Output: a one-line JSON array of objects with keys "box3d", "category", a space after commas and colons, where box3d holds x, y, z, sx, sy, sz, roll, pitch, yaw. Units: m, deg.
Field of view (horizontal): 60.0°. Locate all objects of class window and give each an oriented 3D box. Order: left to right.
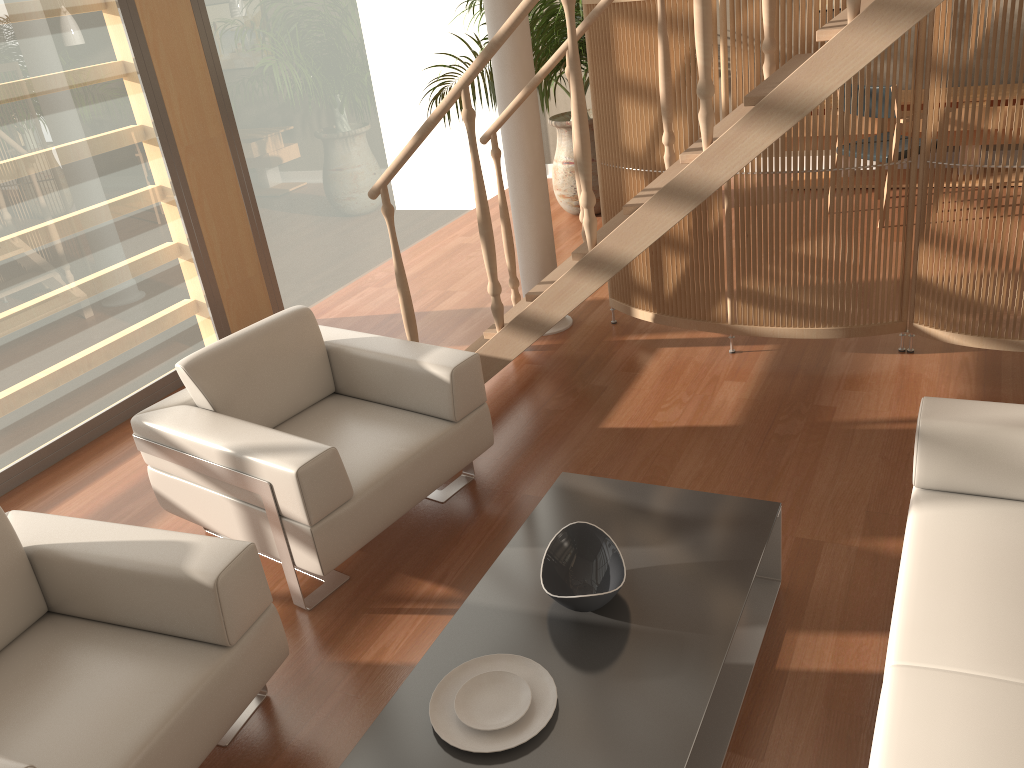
[{"box3d": [-2.312, -1.148, 3.506, 0.020, 3.100, 2.095, 5, 29, 27], "category": "window"}, {"box3d": [-0.989, -3.266, 5.758, 0.020, 5.200, 3.340, 5, 29, 27], "category": "window"}]

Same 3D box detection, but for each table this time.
[{"box3d": [0.221, 0.725, 2.319, 0.700, 0.293, 1.260, 5, 29, 27], "category": "table"}]

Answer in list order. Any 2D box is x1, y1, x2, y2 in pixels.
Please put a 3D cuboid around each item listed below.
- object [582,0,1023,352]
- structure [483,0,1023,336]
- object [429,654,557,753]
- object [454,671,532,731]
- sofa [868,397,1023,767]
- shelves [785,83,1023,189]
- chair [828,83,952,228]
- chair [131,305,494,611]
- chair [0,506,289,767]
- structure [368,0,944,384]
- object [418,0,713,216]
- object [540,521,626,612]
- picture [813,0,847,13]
[{"box3d": [1.314, -0.926, 3.749, 2.229, 1.542, 0.233, 8, 30, 31], "category": "object"}, {"box3d": [2.927, -0.736, 1.938, 10.775, 2.533, 8.342, 5, 29, 27], "category": "structure"}, {"box3d": [-0.042, 0.729, 2.027, 0.294, 0.020, 0.294, -8, 25, 1], "category": "object"}, {"box3d": [-0.043, 0.727, 2.026, 0.178, 0.020, 0.178, -18, 27, -19], "category": "object"}, {"box3d": [1.196, 0.638, 1.697, 0.905, 0.740, 1.781, 5, 29, 27], "category": "sofa"}, {"box3d": [2.768, -1.706, 6.240, 1.600, 0.590, 0.658, 5, 29, 27], "category": "shelves"}, {"box3d": [2.393, -1.519, 5.681, 0.509, 0.856, 0.582, -17, 27, -18], "category": "chair"}, {"box3d": [-0.701, 0.180, 3.230, 0.905, 0.740, 0.900, 11, 32, 35], "category": "chair"}, {"box3d": [-1.202, 0.760, 2.178, 0.905, 0.740, 0.900, 3, 28, 22], "category": "chair"}, {"box3d": [0.931, -1.446, 2.809, 3.150, 3.578, 1.000, 5, 29, 27], "category": "structure"}, {"box3d": [0.443, -2.164, 6.444, 2.109, 2.304, 2.157, 2, 27, 20], "category": "object"}, {"box3d": [0.186, 0.500, 2.311, 0.223, 0.125, 0.317, -8, 25, 1], "category": "object"}, {"box3d": [2.762, -2.958, 6.091, 1.317, 0.633, 0.010, 5, 29, 27], "category": "picture"}]
